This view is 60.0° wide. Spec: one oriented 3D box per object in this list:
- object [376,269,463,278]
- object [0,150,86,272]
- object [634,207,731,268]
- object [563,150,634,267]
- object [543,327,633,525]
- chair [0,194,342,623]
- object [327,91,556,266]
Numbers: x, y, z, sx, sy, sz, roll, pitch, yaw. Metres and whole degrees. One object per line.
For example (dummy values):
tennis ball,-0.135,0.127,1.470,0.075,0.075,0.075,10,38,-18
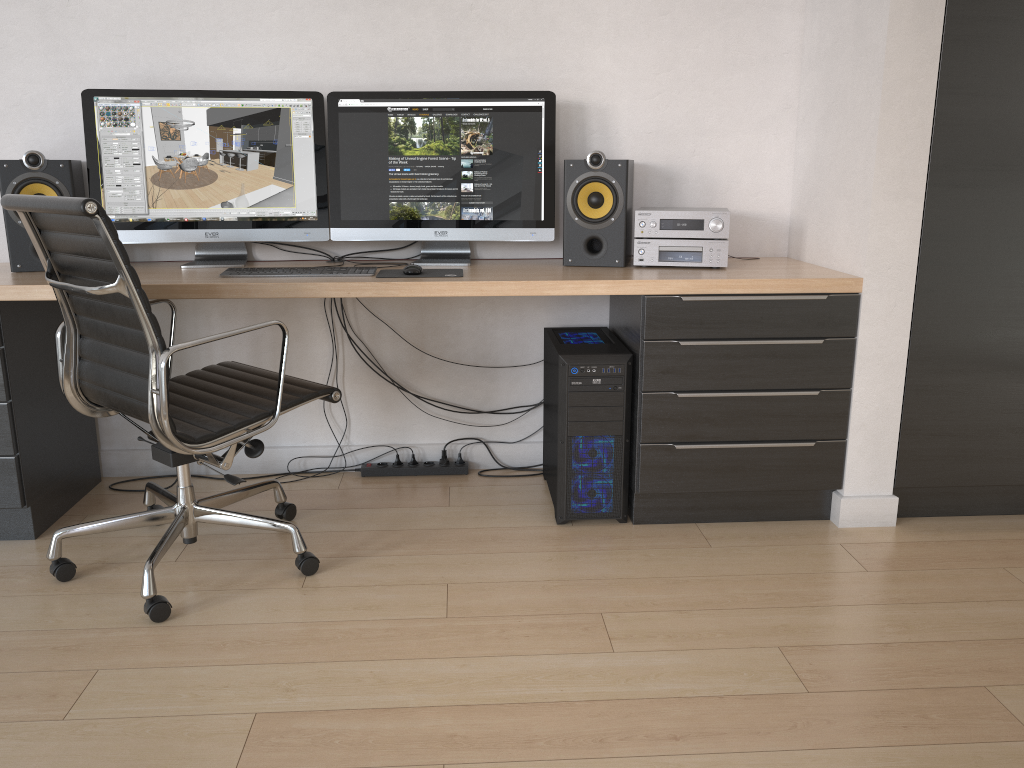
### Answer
object,-0.269,-0.327,2.619,0.250,0.002,0.200,-1,14,-3
object,-1.438,-0.538,2.741,0.198,0.354,0.249,-5,15,-18
object,0.542,-0.470,2.831,0.285,0.174,0.270,3,14,11
object,0.280,-0.566,2.853,0.198,0.354,0.249,3,14,11
object,0.230,0.120,2.838,0.215,0.527,0.474,-1,14,-3
chair,-0.883,-0.001,2.356,0.699,0.991,0.664,-12,19,-41
object,-0.221,-0.656,2.840,0.716,0.535,0.190,0,14,1
